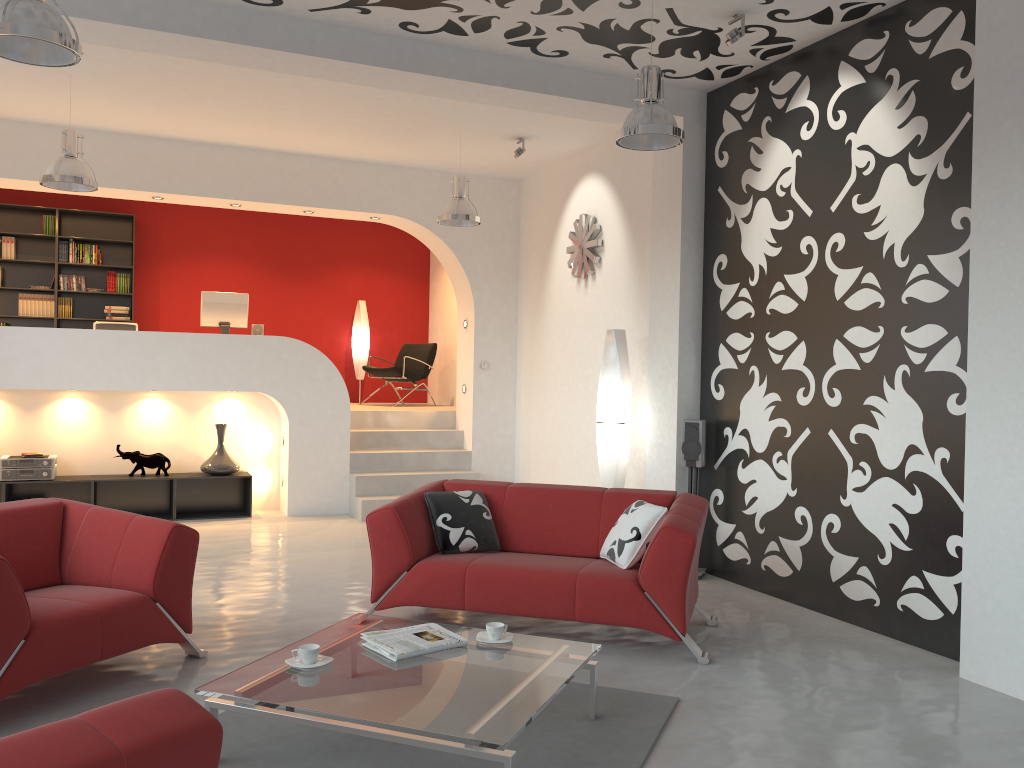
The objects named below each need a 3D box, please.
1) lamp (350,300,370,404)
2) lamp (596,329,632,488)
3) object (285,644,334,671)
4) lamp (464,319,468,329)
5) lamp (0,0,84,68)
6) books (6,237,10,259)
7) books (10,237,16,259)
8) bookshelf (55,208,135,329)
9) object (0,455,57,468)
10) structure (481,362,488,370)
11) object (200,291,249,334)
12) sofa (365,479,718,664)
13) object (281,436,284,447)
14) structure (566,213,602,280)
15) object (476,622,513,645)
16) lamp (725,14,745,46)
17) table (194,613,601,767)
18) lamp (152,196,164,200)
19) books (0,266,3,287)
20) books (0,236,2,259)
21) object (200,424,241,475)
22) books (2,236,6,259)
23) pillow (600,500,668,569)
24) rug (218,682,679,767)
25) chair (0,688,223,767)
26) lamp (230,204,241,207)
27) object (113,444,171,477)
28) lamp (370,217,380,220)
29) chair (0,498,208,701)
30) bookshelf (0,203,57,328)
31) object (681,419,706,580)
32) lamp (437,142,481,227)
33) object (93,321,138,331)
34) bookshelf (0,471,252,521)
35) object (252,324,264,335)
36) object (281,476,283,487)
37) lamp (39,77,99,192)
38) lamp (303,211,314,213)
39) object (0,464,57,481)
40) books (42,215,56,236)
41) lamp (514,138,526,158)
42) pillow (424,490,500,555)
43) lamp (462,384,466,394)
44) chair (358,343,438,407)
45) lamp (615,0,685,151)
[{"bbox_3d":[-1.995,-0.421,11.683,0.237,1.349,0.237,1,1,-16],"label":"lamp"},{"bbox_3d":[0.797,0.464,6.952,0.313,1.779,0.313,1,1,-16],"label":"lamp"},{"bbox_3d":[-0.765,1.028,3.354,0.153,0.069,0.153,1,1,33],"label":"object"},{"bbox_3d":[-0.502,-0.647,9.552,0.011,0.105,0.105,1,1,-24],"label":"lamp"},{"bbox_3d":[-1.985,-1.777,3.673,0.379,0.800,0.379,1,1,5],"label":"lamp"},{"bbox_3d":[-5.725,-1.533,10.094,0.040,0.260,0.200,1,1,-24],"label":"books"},{"bbox_3d":[-5.689,-1.533,10.110,0.040,0.260,0.200,1,1,-24],"label":"books"},{"bbox_3d":[-4.900,-0.900,10.435,0.816,2.213,0.305,1,1,-24],"label":"bookshelf"},{"bbox_3d":[-4.299,0.688,7.887,0.430,0.077,0.349,1,1,-24],"label":"object"},{"bbox_3d":[-0.292,-0.191,9.371,0.080,0.080,0.016,1,1,-24],"label":"structure"},{"bbox_3d":[-2.897,-0.696,8.934,0.458,0.452,0.230,1,1,-24],"label":"object"},{"bbox_3d":[0.169,0.990,5.035,1.929,0.738,0.951,1,1,16],"label":"sofa"},{"bbox_3d":[-2.291,0.573,8.855,0.011,0.105,0.105,1,1,-24],"label":"object"},{"bbox_3d":[0.647,-1.257,8.117,0.090,0.596,0.596,1,1,-24],"label":"structure"},{"bbox_3d":[-0.072,1.039,3.701,0.153,0.069,0.153,1,1,3],"label":"object"},{"bbox_3d":[1.285,-2.033,5.103,0.112,0.176,0.118,1,1,18],"label":"lamp"},{"bbox_3d":[-0.367,1.213,3.381,1.162,0.286,1.097,1,1,21],"label":"table"},{"bbox_3d":[-3.310,-1.737,8.289,0.105,0.011,0.105,1,1,-35],"label":"lamp"},{"bbox_3d":[-5.866,-1.209,10.050,0.146,0.240,0.170,1,1,-24],"label":"books"},{"bbox_3d":[-5.800,-1.535,10.061,0.040,0.260,0.200,1,1,-24],"label":"books"},{"bbox_3d":[-2.805,0.629,8.543,0.369,0.481,0.369,1,1,31],"label":"object"},{"bbox_3d":[-5.763,-1.534,10.078,0.040,0.260,0.200,1,1,-24],"label":"books"},{"bbox_3d":[0.667,0.824,4.891,0.288,0.343,0.402,1,1,-16],"label":"pillow"},{"bbox_3d":[-0.365,1.359,3.394,1.700,0.025,1.700,1,1,21],"label":"rug"},{"bbox_3d":[-1.352,0.989,1.834,1.288,0.738,0.951,1,1,26],"label":"chair"},{"bbox_3d":[-2.670,-1.726,8.573,0.105,0.011,0.105,1,1,-35],"label":"lamp"},{"bbox_3d":[-3.452,0.711,8.284,0.507,0.296,0.191,1,1,-8],"label":"object"},{"bbox_3d":[-1.408,-1.706,9.132,0.105,0.011,0.105,1,1,-35],"label":"lamp"},{"bbox_3d":[-2.152,0.953,3.950,0.951,0.738,1.288,1,1,26],"label":"chair"},{"bbox_3d":[-5.646,-0.912,10.105,0.816,2.213,0.305,1,1,-24],"label":"bookshelf"},{"bbox_3d":[1.286,0.813,6.318,0.214,1.112,0.229,1,1,21],"label":"object"},{"bbox_3d":[-0.448,-1.784,7.634,0.379,0.800,0.379,2,1,37],"label":"lamp"},{"bbox_3d":[-3.845,-0.486,8.606,0.397,0.217,0.458,1,1,-24],"label":"object"},{"bbox_3d":[-3.828,1.051,8.097,2.764,0.397,0.405,1,1,-24],"label":"bookshelf"},{"bbox_3d":[-2.619,-0.540,9.115,0.133,0.147,0.151,1,1,-40],"label":"object"},{"bbox_3d":[-2.299,0.973,8.859,0.011,0.105,0.105,1,1,-24],"label":"object"},{"bbox_3d":[-3.199,-1.827,6.416,0.379,0.800,0.379,2,1,37],"label":"lamp"},{"bbox_3d":[-2.030,-1.716,8.856,0.105,0.011,0.105,1,1,-35],"label":"lamp"},{"bbox_3d":[-4.297,0.786,7.881,0.430,0.100,0.365,1,1,-24],"label":"object"},{"bbox_3d":[-5.354,-1.818,10.266,0.146,0.240,0.170,1,1,-24],"label":"books"},{"bbox_3d":[0.071,-2.082,7.846,0.112,0.176,0.118,1,1,18],"label":"lamp"},{"bbox_3d":[-0.289,0.802,5.174,0.402,0.343,0.288,1,1,-31],"label":"pillow"},{"bbox_3d":[-0.516,0.052,9.558,0.011,0.105,0.105,1,1,-24],"label":"lamp"},{"bbox_3d":[-1.410,-0.128,11.091,0.664,0.795,0.768,2,1,41],"label":"chair"},{"bbox_3d":[0.766,-1.734,4.891,0.379,0.800,0.379,1,1,-31],"label":"lamp"}]
